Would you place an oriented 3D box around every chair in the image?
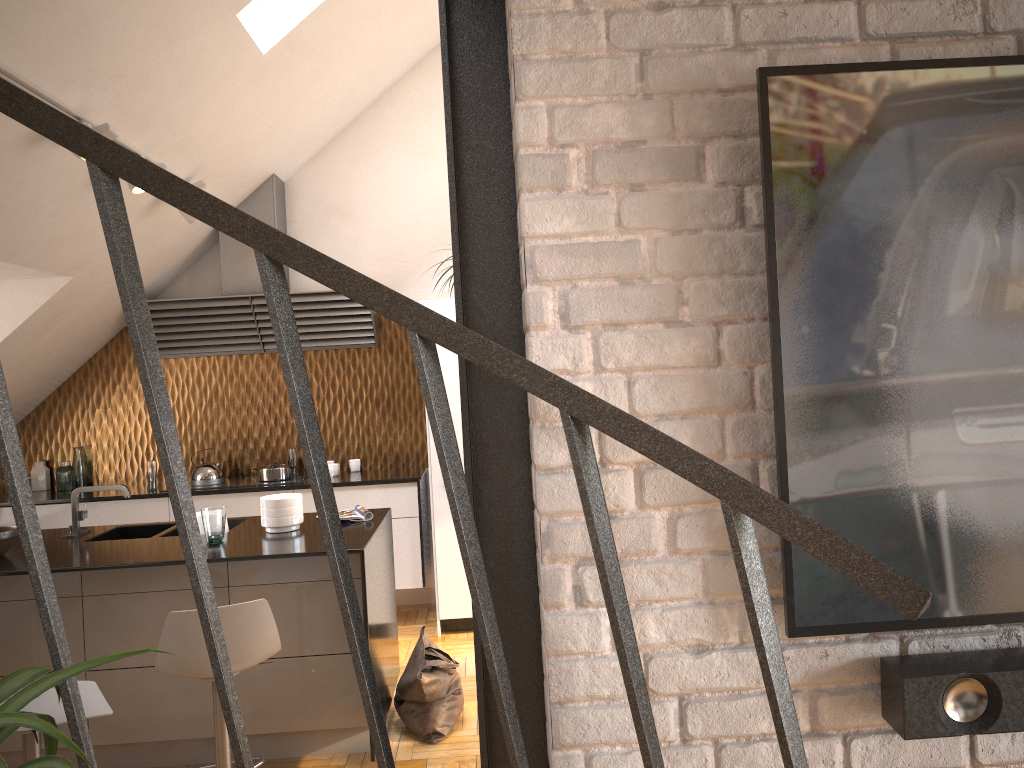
[{"bbox_3d":[-1.442,1.178,2.648,0.430,0.872,0.403,-3,-1,-34],"label":"chair"},{"bbox_3d":[0.253,0.123,3.965,4.018,2.688,3.489,-3,0,-1],"label":"chair"},{"bbox_3d":[-0.986,1.143,3.011,0.404,0.867,0.429,-3,-1,-21],"label":"chair"}]

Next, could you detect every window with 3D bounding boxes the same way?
[{"bbox_3d":[0.021,-0.686,1.910,8.630,4.469,7.782,-3,1,-2],"label":"window"}]

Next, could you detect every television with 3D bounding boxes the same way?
[{"bbox_3d":[1.118,-0.011,1.347,1.467,0.992,0.085,-3,-1,-2],"label":"television"}]

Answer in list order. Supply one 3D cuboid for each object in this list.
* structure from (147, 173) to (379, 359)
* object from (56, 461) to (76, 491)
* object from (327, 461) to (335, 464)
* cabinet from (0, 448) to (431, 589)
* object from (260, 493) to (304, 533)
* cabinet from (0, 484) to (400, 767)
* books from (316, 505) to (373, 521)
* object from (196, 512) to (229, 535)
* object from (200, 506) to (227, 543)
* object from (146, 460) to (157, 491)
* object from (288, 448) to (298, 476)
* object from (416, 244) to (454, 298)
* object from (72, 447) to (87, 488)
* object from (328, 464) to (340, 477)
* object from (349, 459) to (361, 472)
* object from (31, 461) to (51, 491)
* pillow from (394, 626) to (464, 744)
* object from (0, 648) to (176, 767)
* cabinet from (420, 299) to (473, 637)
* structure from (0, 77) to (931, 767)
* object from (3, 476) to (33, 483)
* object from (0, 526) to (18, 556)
[{"bbox_3d":[-1.705,-0.794,5.900,1.538,1.177,0.420,-3,-1,-2],"label":"structure"},{"bbox_3d":[-2.936,0.605,5.826,0.100,0.191,0.068,-3,-1,-2],"label":"object"},{"bbox_3d":[-1.238,0.562,5.987,0.078,0.077,0.077,-3,0,-14],"label":"object"},{"bbox_3d":[-2.095,0.879,5.689,3.090,0.916,0.623,-3,0,-2],"label":"cabinet"},{"bbox_3d":[-1.011,0.567,3.895,0.181,0.147,0.181,-3,0,-4],"label":"object"},{"bbox_3d":[-1.774,1.037,3.821,2.437,1.137,0.999,-3,0,-2],"label":"cabinet"},{"bbox_3d":[-0.780,0.604,4.109,0.222,0.044,0.281,-4,1,-19],"label":"books"},{"bbox_3d":[-1.383,0.705,4.070,0.190,0.232,0.190,-3,0,-39],"label":"object"},{"bbox_3d":[-1.240,0.588,3.693,0.103,0.141,0.103,-3,0,-12],"label":"object"},{"bbox_3d":[-2.262,0.574,5.572,0.062,0.184,0.062,-3,-1,-12],"label":"object"},{"bbox_3d":[-1.463,0.522,5.925,0.062,0.184,0.062,-3,-1,-12],"label":"object"},{"bbox_3d":[-0.138,-0.822,5.652,1.017,0.584,0.922,-3,0,16],"label":"object"},{"bbox_3d":[-2.894,0.559,5.920,0.089,0.274,0.089,-3,-1,-24],"label":"object"},{"bbox_3d":[-1.167,0.562,5.771,0.077,0.077,0.078,-3,0,16],"label":"object"},{"bbox_3d":[-1.062,0.551,5.988,0.078,0.077,0.077,-3,0,-29],"label":"object"},{"bbox_3d":[-3.151,0.615,5.920,0.100,0.191,0.068,-3,-1,-2],"label":"object"},{"bbox_3d":[-0.383,1.345,3.976,0.319,0.390,0.424,-3,0,26],"label":"pillow"},{"bbox_3d":[-0.649,0.419,0.950,0.528,0.592,0.457,-3,0,-14],"label":"object"},{"bbox_3d":[0.615,0.429,5.678,2.251,2.004,0.824,-3,-1,-2],"label":"cabinet"},{"bbox_3d":[-0.511,-0.280,0.340,1.627,3.821,2.248,-3,-1,13],"label":"structure"},{"bbox_3d":[-3.247,0.665,5.813,0.178,0.106,0.107,-3,0,25],"label":"object"},{"bbox_3d":[-2.147,0.657,3.645,0.206,0.106,0.206,-4,1,-33],"label":"object"}]
